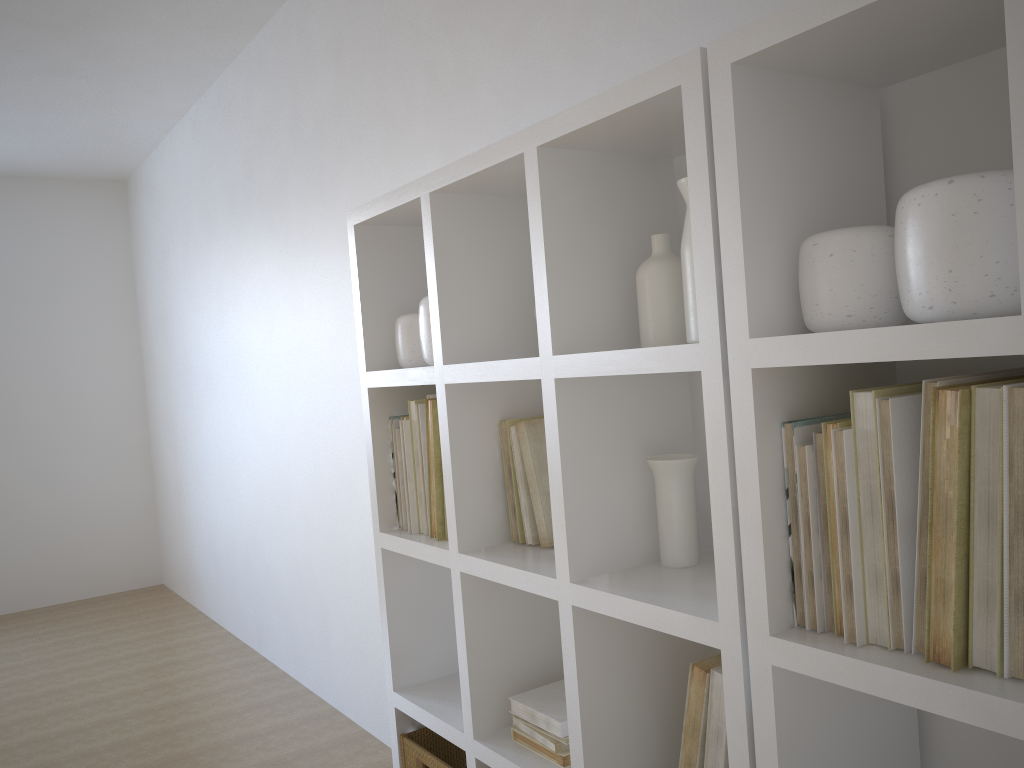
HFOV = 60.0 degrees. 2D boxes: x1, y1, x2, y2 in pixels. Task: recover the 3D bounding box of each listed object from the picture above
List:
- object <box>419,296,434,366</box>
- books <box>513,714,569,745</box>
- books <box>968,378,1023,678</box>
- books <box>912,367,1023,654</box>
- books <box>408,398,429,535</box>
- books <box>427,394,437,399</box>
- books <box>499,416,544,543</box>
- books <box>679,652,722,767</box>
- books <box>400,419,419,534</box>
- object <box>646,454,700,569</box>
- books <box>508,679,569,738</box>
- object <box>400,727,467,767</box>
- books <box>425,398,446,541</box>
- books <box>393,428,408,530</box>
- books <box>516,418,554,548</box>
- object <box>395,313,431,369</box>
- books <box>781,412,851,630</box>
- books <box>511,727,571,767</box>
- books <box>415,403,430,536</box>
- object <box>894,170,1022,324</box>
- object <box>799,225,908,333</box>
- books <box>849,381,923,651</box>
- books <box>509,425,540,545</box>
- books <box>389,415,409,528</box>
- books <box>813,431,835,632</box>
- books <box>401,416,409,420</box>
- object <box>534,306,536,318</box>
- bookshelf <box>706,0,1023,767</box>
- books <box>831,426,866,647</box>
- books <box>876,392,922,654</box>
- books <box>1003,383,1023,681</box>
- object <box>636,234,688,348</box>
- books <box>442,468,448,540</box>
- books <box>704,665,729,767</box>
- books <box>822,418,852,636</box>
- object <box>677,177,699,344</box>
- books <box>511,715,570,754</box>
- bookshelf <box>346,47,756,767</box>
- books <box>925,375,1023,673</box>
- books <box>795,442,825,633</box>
[{"bbox_3d":[-0.083,-0.134,2.128,0.286,0.169,0.174,-5,2,-26],"label":"object"},{"bbox_3d":[0.157,0.704,1.907,0.248,0.013,0.189,-5,2,-34],"label":"books"},{"bbox_3d":[0.641,0.158,1.076,0.252,0.334,0.059,-6,2,-34],"label":"books"},{"bbox_3d":[0.601,0.156,1.136,0.252,0.341,0.055,-6,2,-34],"label":"books"},{"bbox_3d":[-0.129,0.195,2.235,0.252,0.332,0.036,-6,2,-34],"label":"books"},{"bbox_3d":[-0.087,0.187,2.172,0.252,0.341,0.055,-6,2,-34],"label":"books"},{"bbox_3d":[0.070,0.210,2.014,0.186,0.277,0.052,-6,2,-34],"label":"books"},{"bbox_3d":[0.386,0.614,1.611,0.169,0.265,0.101,-6,2,-34],"label":"books"},{"bbox_3d":[-0.156,0.220,2.247,0.252,0.281,0.020,-6,2,-34],"label":"books"},{"bbox_3d":[0.307,0.237,1.655,0.099,0.203,0.099,-3,2,28],"label":"object"},{"bbox_3d":[0.151,0.680,1.907,0.256,0.032,0.187,-5,2,-34],"label":"books"},{"bbox_3d":[-0.052,1.030,2.230,0.323,0.298,0.323,-6,2,-34],"label":"object"},{"bbox_3d":[-0.084,0.192,2.135,0.252,0.334,0.065,-6,2,-34],"label":"books"},{"bbox_3d":[-0.183,0.232,2.313,0.252,0.257,0.019,-6,2,-34],"label":"books"},{"bbox_3d":[0.119,0.207,1.955,0.186,0.276,0.089,-6,2,-34],"label":"books"},{"bbox_3d":[-0.224,-0.109,2.242,0.141,0.138,0.141,-6,2,-31],"label":"object"},{"bbox_3d":[0.494,0.187,1.296,0.252,0.288,0.020,-6,2,-34],"label":"books"},{"bbox_3d":[0.156,0.744,1.909,0.256,0.028,0.187,-5,2,-34],"label":"books"},{"bbox_3d":[-0.112,0.198,2.211,0.252,0.320,0.020,-6,2,-34],"label":"books"},{"bbox_3d":[0.605,-0.165,1.092,0.286,0.169,0.174,-5,2,-26],"label":"object"},{"bbox_3d":[0.464,-0.140,1.206,0.141,0.138,0.141,-5,2,-21],"label":"object"},{"bbox_3d":[0.560,0.164,1.199,0.252,0.332,0.036,-6,2,-34],"label":"books"},{"bbox_3d":[0.095,0.214,1.984,0.186,0.266,0.061,-6,2,-33],"label":"books"},{"bbox_3d":[-0.194,0.217,2.332,0.252,0.288,0.020,-6,2,-34],"label":"books"},{"bbox_3d":[0.528,0.192,1.267,0.252,0.275,0.022,-6,2,-34],"label":"books"},{"bbox_3d":[-0.155,0.216,2.277,0.252,0.288,0.027,-6,2,-34],"label":"books"},{"bbox_3d":[0.114,-0.183,1.880,0.166,0.251,0.165,-4,2,11],"label":"object"},{"bbox_3d":[0.811,0.380,0.832,0.330,1.757,1.240,-6,2,-34],"label":"bookshelf"},{"bbox_3d":[0.532,0.189,1.212,0.252,0.281,0.020,-6,2,-34],"label":"books"},{"bbox_3d":[0.576,0.167,1.175,0.252,0.320,0.020,-6,2,-34],"label":"books"},{"bbox_3d":[0.667,0.158,1.038,0.252,0.335,0.069,-6,2,-34],"label":"books"},{"bbox_3d":[0.275,-0.166,1.595,0.100,0.203,0.100,-4,2,6],"label":"object"},{"bbox_3d":[-0.047,0.189,2.112,0.252,0.334,0.059,-6,2,-34],"label":"books"},{"bbox_3d":[0.418,0.613,1.567,0.169,0.266,0.088,-6,2,-34],"label":"books"},{"bbox_3d":[0.534,0.185,1.242,0.252,0.288,0.027,-6,2,-34],"label":"books"},{"bbox_3d":[0.321,-0.199,1.429,0.094,0.262,0.094,-4,2,6],"label":"object"},{"bbox_3d":[0.154,0.719,1.908,0.256,0.020,0.187,-5,1,-29],"label":"books"},{"bbox_3d":[0.122,0.411,1.868,0.330,1.757,1.240,-6,2,-34],"label":"bookshelf"},{"bbox_3d":[0.604,0.161,1.099,0.252,0.334,0.065,-6,2,-34],"label":"books"},{"bbox_3d":[0.505,0.201,1.277,0.252,0.257,0.019,-6,2,-34],"label":"books"}]
